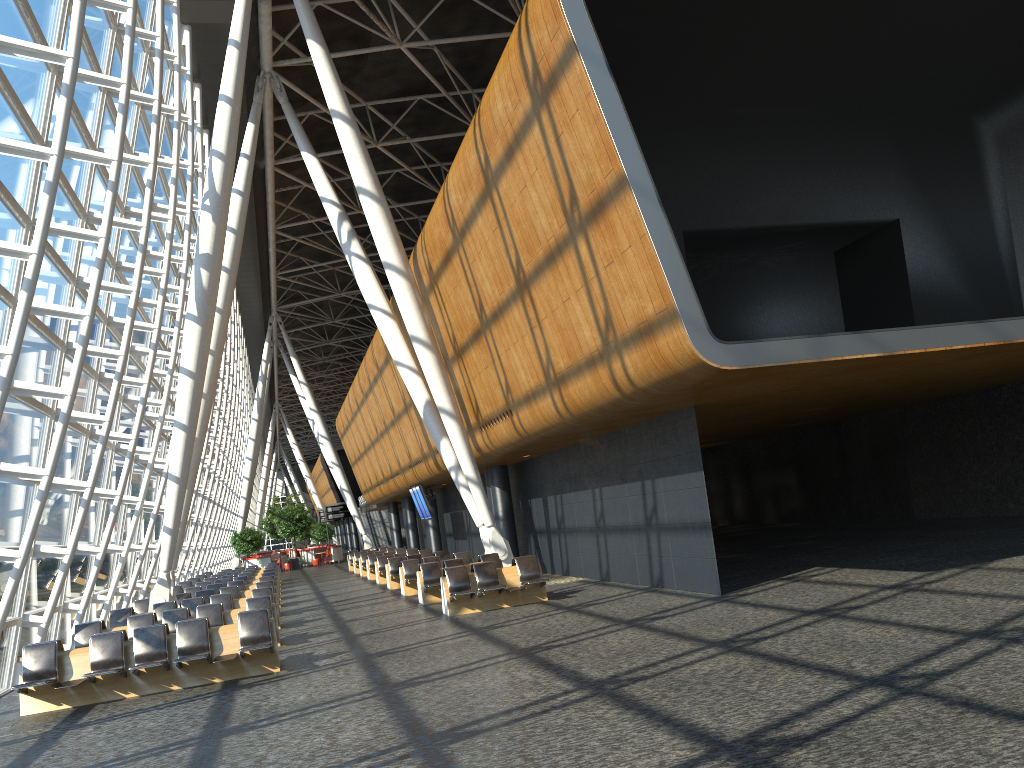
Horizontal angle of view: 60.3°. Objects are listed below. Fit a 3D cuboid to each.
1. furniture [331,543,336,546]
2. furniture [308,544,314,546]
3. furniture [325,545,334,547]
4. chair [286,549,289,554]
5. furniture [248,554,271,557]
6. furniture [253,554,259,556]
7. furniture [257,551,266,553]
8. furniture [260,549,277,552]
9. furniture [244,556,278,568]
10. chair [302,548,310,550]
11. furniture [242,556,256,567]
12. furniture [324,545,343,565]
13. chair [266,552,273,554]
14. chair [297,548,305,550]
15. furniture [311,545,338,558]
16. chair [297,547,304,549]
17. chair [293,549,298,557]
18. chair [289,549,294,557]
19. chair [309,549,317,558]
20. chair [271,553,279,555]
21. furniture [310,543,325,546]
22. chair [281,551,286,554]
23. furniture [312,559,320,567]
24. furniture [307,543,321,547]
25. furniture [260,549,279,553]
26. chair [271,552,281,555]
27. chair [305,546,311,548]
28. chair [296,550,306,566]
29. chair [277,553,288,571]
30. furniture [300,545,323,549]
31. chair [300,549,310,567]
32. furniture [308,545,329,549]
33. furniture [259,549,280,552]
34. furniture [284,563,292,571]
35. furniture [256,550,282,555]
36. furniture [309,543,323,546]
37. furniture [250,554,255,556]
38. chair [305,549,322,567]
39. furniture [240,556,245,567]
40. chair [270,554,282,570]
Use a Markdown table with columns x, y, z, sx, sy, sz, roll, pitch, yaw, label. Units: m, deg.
| x | y | z | sx | sy | sz | roll | pitch | yaw | label |
| --- | --- | --- | --- | --- | --- | --- | --- | --- | --- |
| -16.395 | 14.616 | 77.801 | 1.890 | 0.864 | 1.678 | -6 | -7 | -15 | furniture |
| -21.705 | 18.205 | 98.071 | 1.890 | 0.864 | 1.678 | -6 | -7 | -15 | furniture |
| -12.514 | 11.487 | 59.958 | 0.888 | 1.001 | 2.853 | -7 | -7 | -3 | furniture |
| -17.826 | 13.535 | 69.353 | 0.657 | 1.005 | 0.629 | -6 | -4 | -30 | chair |
| -16.452 | 11.766 | 58.184 | 2.858 | 1.003 | 0.885 | -14 | -8 | 42 | furniture |
| -17.680 | 12.312 | 60.863 | 0.888 | 1.001 | 2.853 | -7 | -7 | -3 | furniture |
| -25.469 | 17.655 | 90.609 | 3.241 | 0.864 | 1.678 | -6 | -7 | -15 | furniture |
| -26.987 | 18.680 | 96.401 | 3.241 | 0.864 | 1.678 | -6 | -7 | -15 | furniture |
| -14.556 | 10.485 | 50.950 | 2.858 | 1.003 | 0.885 | -14 | -8 | 42 | furniture |
| -13.567 | 11.531 | 59.265 | 0.627 | 1.005 | 0.660 | -10 | -4 | 29 | chair |
| -15.785 | 11.030 | 53.628 | 0.888 | 1.001 | 2.853 | -7 | -7 | -3 | furniture |
| -10.619 | 10.206 | 52.723 | 0.888 | 1.001 | 2.853 | -7 | -7 | -3 | furniture |
| -18.255 | 13.128 | 66.077 | 0.667 | 1.005 | 0.620 | -11 | -5 | 39 | chair |
| -14.422 | 11.941 | 61.348 | 0.626 | 1.005 | 0.661 | -9 | -4 | 19 | chair |
| -11.848 | 10.751 | 55.402 | 2.858 | 1.003 | 0.885 | -14 | -8 | 42 | furniture |
| -15.916 | 12.960 | 67.116 | 0.619 | 1.005 | 0.668 | -6 | -4 | -30 | chair |
| -14.980 | 12.163 | 62.382 | 0.664 | 1.005 | 0.623 | -9 | -4 | 20 | chair |
| -16.255 | 12.856 | 66.056 | 0.657 | 1.005 | 0.629 | -6 | -4 | -30 | chair |
| -11.903 | 10.435 | 53.117 | 0.666 | 1.005 | 0.621 | -10 | -4 | 30 | chair |
| -14.671 | 10.945 | 54.085 | 0.627 | 1.005 | 0.660 | -10 | -4 | 29 | chair |
| -20.188 | 17.180 | 92.280 | 1.890 | 0.864 | 1.678 | -6 | -7 | -15 | furniture |
| -15.314 | 11.626 | 58.274 | 0.662 | 1.005 | 0.625 | -8 | -4 | 10 | chair |
| -11.260 | 10.288 | 50.740 | 0.442 | 0.457 | 0.446 | -7 | -5 | -3 | furniture |
| -22.464 | 18.718 | 100.967 | 1.890 | 0.864 | 1.678 | -6 | -7 | -15 | furniture |
| -26.228 | 18.168 | 93.505 | 3.241 | 0.864 | 1.678 | -6 | -7 | -15 | furniture |
| -15.992 | 11.886 | 59.464 | 0.624 | 1.005 | 0.663 | -8 | -4 | 9 | chair |
| -15.930 | 13.297 | 69.475 | 0.619 | 1.005 | 0.668 | -5 | -5 | -40 | chair |
| -13.085 | 10.882 | 55.147 | 0.664 | 1.005 | 0.623 | -9 | -4 | 20 | chair |
| -13.419 | 10.344 | 51.039 | 0.662 | 1.005 | 0.625 | -8 | -4 | 10 | chair |
| -15.002 | 12.697 | 66.126 | 0.895 | 1.002 | 2.829 | -10 | -8 | 27 | furniture |
| -12.526 | 10.660 | 54.113 | 0.626 | 1.005 | 0.661 | -9 | -4 | 19 | chair |
| -13.743 | 12.032 | 62.636 | 2.858 | 1.003 | 0.885 | -14 | -8 | 42 | furniture |
| -27.745 | 19.193 | 99.296 | 3.241 | 0.864 | 1.678 | -6 | -7 | -15 | furniture |
| -12.658 | 10.360 | 49.914 | 0.446 | 0.457 | 0.443 | -10 | -5 | 27 | furniture |
| -19.015 | 13.719 | 69.517 | 0.895 | 1.002 | 2.829 | -10 | -8 | 27 | furniture |
| -20.947 | 17.693 | 95.175 | 1.890 | 0.864 | 1.678 | -6 | -7 | -15 | furniture |
| -19.282 | 13.337 | 66.572 | 0.885 | 1.001 | 2.861 | -6 | -7 | -18 | furniture |
| -11.672 | 10.249 | 52.030 | 0.627 | 1.005 | 0.660 | -10 | -4 | 29 | chair |
| -20.918 | 14.578 | 73.235 | 3.241 | 0.864 | 1.678 | -6 | -7 | -15 | furniture |
| -14.096 | 10.604 | 52.230 | 0.624 | 1.005 | 0.663 | -8 | -4 | 9 | chair |
